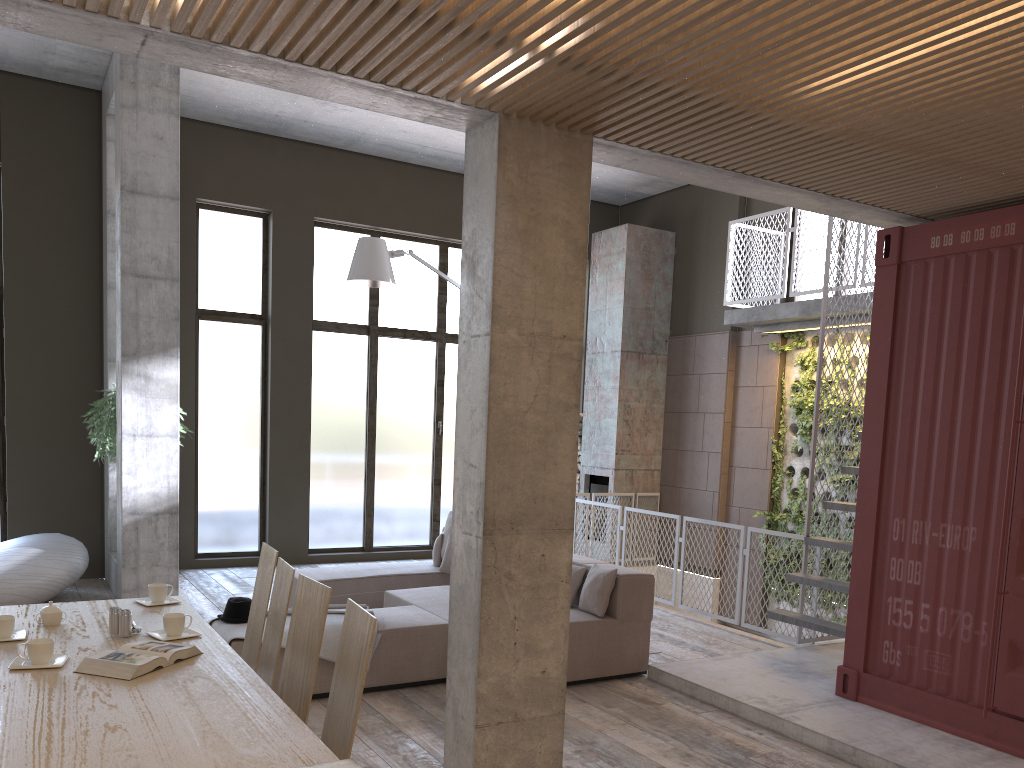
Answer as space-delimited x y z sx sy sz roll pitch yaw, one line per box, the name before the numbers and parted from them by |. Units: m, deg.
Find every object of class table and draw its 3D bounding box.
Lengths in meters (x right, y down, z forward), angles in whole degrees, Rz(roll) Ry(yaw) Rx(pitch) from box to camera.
table | -0.894 1.467 2.213 1.012 0.929 5.156 2 -2 -30

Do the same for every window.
window | -3.000 0.048 10.711 9.215 4.217 0.207 3 4 -32
window | 4.266 -1.684 8.926 0.110 1.762 3.544 -1 1 -30

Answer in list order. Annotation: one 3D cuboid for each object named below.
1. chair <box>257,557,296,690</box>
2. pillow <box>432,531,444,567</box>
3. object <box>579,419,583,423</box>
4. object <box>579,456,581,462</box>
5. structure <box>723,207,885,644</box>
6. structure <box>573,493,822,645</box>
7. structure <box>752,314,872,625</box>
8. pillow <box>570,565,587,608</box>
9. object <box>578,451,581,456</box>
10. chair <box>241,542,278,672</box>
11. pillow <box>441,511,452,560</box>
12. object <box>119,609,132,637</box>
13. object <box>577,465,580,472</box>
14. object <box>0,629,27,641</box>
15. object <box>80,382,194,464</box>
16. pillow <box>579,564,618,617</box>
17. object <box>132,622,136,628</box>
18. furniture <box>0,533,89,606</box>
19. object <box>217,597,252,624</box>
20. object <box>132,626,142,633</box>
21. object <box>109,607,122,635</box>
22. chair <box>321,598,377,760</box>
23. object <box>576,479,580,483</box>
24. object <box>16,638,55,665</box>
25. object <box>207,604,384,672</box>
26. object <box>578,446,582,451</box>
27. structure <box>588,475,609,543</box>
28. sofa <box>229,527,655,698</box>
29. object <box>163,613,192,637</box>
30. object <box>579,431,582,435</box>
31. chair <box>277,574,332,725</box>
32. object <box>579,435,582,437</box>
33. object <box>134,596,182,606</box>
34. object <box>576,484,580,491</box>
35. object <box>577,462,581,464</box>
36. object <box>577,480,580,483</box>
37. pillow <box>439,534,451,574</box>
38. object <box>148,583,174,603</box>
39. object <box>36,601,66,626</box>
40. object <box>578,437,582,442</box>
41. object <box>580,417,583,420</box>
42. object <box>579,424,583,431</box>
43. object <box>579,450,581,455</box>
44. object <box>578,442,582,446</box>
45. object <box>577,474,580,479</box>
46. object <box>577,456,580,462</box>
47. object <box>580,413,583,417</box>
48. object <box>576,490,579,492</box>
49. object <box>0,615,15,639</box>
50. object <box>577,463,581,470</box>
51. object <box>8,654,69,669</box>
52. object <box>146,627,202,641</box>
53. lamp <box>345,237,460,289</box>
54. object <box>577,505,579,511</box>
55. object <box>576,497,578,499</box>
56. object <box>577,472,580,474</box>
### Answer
chair | -1.367 1.389 3.876 0.722 1.207 0.344 1 5 -25
pillow | -0.708 1.642 8.679 0.151 0.380 0.366 3 2 3
object | 0.983 0.547 12.678 0.292 0.104 0.103 3 1 -31
object | 1.167 1.081 12.603 0.437 0.093 0.091 4 1 -31
structure | 3.001 0.274 8.400 3.038 4.358 3.652 1 3 -30
structure | 2.297 1.876 9.810 1.928 0.941 4.401 3 -2 -30
structure | 3.646 0.927 9.528 1.005 3.859 2.602 -1 4 -30
pillow | 0.416 1.571 6.859 0.187 0.362 0.367 0 2 -31
object | 1.125 1.019 12.690 0.435 0.080 0.114 4 -1 -31
chair | -1.567 1.402 4.342 0.722 1.207 0.344 1 5 -27
pillow | -0.527 1.510 8.430 0.221 0.562 0.559 0 3 -28
object | -1.650 1.019 3.744 0.052 0.111 0.052 3 4 15
object | 1.031 1.223 12.679 0.294 0.108 0.097 3 1 -31
object | -2.128 1.054 3.655 0.185 0.014 0.184 4 -3 -27
object | -3.826 0.823 8.820 0.996 1.883 0.962 4 4 26
pillow | 0.633 1.528 6.528 0.188 0.370 0.359 0 2 -25
object | -1.660 1.054 3.809 0.051 0.046 0.050 2 1 -12
furniture | -4.941 1.806 8.141 1.791 0.818 1.622 2 -1 7
object | -1.829 1.519 5.903 0.298 0.170 0.300 3 -1 -43
object | -1.636 1.068 3.811 0.050 0.019 0.051 1 -2 42
object | -1.704 1.017 3.767 0.052 0.113 0.052 3 4 15
chair | -0.877 1.367 2.997 0.722 1.207 0.344 1 5 -25
object | 1.116 1.404 12.674 0.423 0.068 0.067 4 1 -29
object | -1.784 1.012 3.299 0.093 0.089 0.117 3 1 34
object | -1.686 1.798 6.003 1.598 0.507 1.038 3 -1 -12
object | 1.130 0.937 12.629 0.425 0.086 0.066 4 1 -33
structure | 1.251 1.735 12.221 0.056 0.937 0.570 -1 5 -30
sofa | -0.983 1.744 7.123 3.015 0.792 2.979 4 -2 -30
object | -1.464 1.047 3.818 0.093 0.089 0.116 3 0 13
object | 1.120 0.707 12.580 0.423 0.068 0.066 4 1 -31
chair | -1.126 1.378 3.434 0.722 1.207 0.345 0 6 -33
object | 1.057 0.751 12.714 0.435 0.080 0.114 4 -1 -31
object | -1.799 1.106 4.453 0.185 0.014 0.184 5 -4 -44
object | 1.042 1.478 12.592 0.293 0.104 0.100 3 1 -31
object | 1.058 1.149 12.691 0.332 0.057 0.088 4 -1 -29
object | 1.048 1.402 12.578 0.251 0.048 0.062 4 0 -31
pillow | -0.492 1.602 8.166 0.374 0.376 0.168 3 4 33
object | -1.794 1.064 4.461 0.093 0.089 0.116 3 0 13
object | -2.056 1.023 3.912 0.122 0.113 0.088 1 3 -39
object | 1.133 0.805 12.650 0.423 0.072 0.066 4 1 -31
object | 1.078 0.491 12.668 0.359 0.074 0.064 4 1 -32
object | 1.097 0.628 12.604 0.438 0.094 0.092 4 1 -31
object | 1.149 0.992 12.612 0.423 0.073 0.071 4 1 -31
object | 1.104 0.870 12.647 0.364 0.068 0.121 4 -1 -29
object | 1.141 1.335 12.627 0.480 0.084 0.093 4 0 -31
object | 1.127 1.091 12.681 0.455 0.090 0.090 4 1 -31
object | 1.133 0.454 12.625 0.332 0.056 0.087 4 -1 -31
object | 1.077 1.532 12.714 0.364 0.068 0.121 4 -1 -29
object | -2.127 1.014 3.642 0.093 0.089 0.116 3 1 24
object | 1.110 1.200 12.607 0.365 0.109 0.088 4 1 -31
object | -1.785 1.052 3.312 0.185 0.014 0.184 3 -3 -17
object | -1.469 1.089 3.809 0.185 0.014 0.184 5 -4 -44
lamp | -0.394 0.521 8.502 2.626 3.460 0.748 0 6 -42
object | 1.121 1.793 12.674 0.480 0.084 0.093 4 0 -29
object | 1.060 1.686 12.738 0.455 0.090 0.090 4 1 -29
object | 1.103 1.327 12.707 0.437 0.094 0.091 4 1 -29
